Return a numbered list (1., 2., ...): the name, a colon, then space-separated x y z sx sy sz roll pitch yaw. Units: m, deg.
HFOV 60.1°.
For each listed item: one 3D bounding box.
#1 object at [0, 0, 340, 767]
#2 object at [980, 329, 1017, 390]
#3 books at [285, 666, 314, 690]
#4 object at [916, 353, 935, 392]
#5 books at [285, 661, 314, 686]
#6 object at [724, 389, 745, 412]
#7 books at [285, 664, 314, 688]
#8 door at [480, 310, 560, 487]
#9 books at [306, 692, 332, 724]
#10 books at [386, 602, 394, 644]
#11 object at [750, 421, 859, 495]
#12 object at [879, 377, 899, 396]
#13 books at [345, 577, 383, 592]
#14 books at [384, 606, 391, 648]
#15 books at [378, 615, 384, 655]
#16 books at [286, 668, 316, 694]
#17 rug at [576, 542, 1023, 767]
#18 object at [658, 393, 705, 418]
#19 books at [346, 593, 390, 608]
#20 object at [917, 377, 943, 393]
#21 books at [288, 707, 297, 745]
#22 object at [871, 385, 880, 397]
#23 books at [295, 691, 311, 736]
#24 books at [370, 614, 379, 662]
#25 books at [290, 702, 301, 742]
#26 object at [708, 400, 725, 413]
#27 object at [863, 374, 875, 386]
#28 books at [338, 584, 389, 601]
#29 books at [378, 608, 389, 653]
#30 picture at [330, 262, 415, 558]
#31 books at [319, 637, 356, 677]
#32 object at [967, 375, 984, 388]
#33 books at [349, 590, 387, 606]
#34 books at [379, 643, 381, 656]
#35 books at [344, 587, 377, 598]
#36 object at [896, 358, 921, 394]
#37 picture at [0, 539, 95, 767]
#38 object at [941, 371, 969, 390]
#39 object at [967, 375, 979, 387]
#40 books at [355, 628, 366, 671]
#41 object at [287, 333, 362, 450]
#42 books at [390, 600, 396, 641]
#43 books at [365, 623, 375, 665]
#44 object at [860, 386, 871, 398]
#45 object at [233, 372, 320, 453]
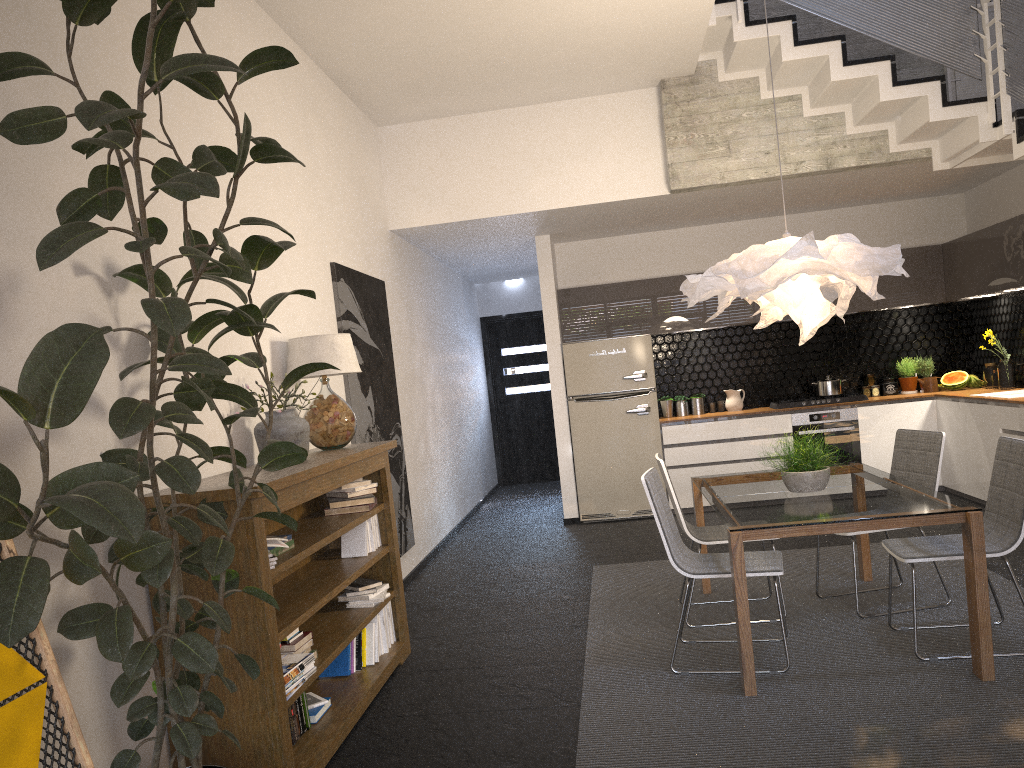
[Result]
1. object: -0.908 -0.079 2.427 0.906 3.209 2.010 -7 3 -16
2. object: 4.257 -0.222 7.757 0.257 0.544 0.425 -4 3 30
3. books: -0.907 1.115 3.334 0.219 0.008 0.287 -6 0 13
4. object: 3.938 -0.115 8.425 0.169 0.380 0.183 -3 4 44
5. books: -0.905 1.099 3.337 0.219 0.008 0.287 -6 0 11
6. object: 2.184 0.157 8.681 0.190 0.216 0.171 -5 2 20
7. books: -0.908 1.110 3.333 0.219 0.008 0.287 -6 0 13
8. door: 0.245 0.197 11.894 1.108 2.322 0.159 -6 3 7
9. books: -0.890 1.398 3.799 0.269 0.050 0.258 -6 1 -38
10. books: -0.734 1.282 4.762 0.175 0.244 0.023 -6 3 7
11. object: 1.461 0.372 4.484 0.531 0.368 0.666 -6 1 2
12. object: 3.627 0.023 8.531 0.141 0.174 0.141 -6 2 7
13. books: -0.785 1.030 4.554 0.147 0.023 0.221 -7 1 -42
14. books: -0.740 1.283 4.691 0.174 0.244 0.019 -6 3 7
15. books: -0.751 1.304 4.587 0.155 0.206 0.020 -6 3 7
16. books: -0.900 1.128 3.334 0.219 0.008 0.303 -6 0 11
17. rug: 1.564 1.245 4.531 2.372 0.006 3.676 -6 0 7
18. object: 1.677 0.208 8.736 0.482 0.221 0.172 -6 2 4
19. books: -0.739 1.113 4.559 0.155 0.020 0.204 -6 0 17
20. object: 3.932 0.008 8.323 0.210 0.141 0.124 -5 2 41
21. books: -0.955 1.323 3.480 0.171 0.225 0.082 -6 3 7
22. object: 3.509 0.066 8.553 0.083 0.113 0.082 -5 2 17
23. books: -0.930 1.311 3.608 0.167 0.242 0.103 -6 3 7
24. books: -0.762 1.289 4.488 0.174 0.235 0.100 -6 3 7
25. books: -0.949 1.314 3.539 0.171 0.242 0.084 -6 3 7
26. object: 2.019 0.225 8.738 0.160 0.111 0.077 -6 2 12
27. object: 3.443 -0.040 8.544 0.082 0.113 0.082 -7 2 -13
28. books: -0.763 1.074 4.563 0.175 0.024 0.242 -6 0 16
29. books: -0.740 1.283 4.606 0.175 0.244 0.023 -6 3 7
30. picture: -0.940 0.243 6.164 0.033 2.034 1.229 -6 3 6
31. books: -0.859 1.305 4.341 0.171 0.228 0.164 -6 2 7
32. object: 4.327 -0.029 8.235 0.223 0.127 0.149 -7 2 -43
33. books: -0.739 1.093 4.563 0.174 0.019 0.243 -6 0 -3
34. books: -0.776 1.288 4.562 0.175 0.244 0.023 -6 3 7
35. books: -0.780 1.052 4.549 0.155 0.022 0.205 -6 0 -13
36. object: 3.802 -0.088 8.461 0.245 0.355 0.233 -6 3 11
37. picture: -1.198 0.761 1.444 0.386 1.610 1.493 -6 2 6
38. object: 4.108 -0.029 8.214 0.236 0.175 0.216 -5 2 35
39. object: 4.363 -0.030 8.408 0.132 0.119 0.203 -5 1 27
40. books: -0.803 1.323 4.406 0.146 0.184 0.146 -6 2 10
41. object: -0.957 0.048 4.563 0.388 0.584 0.389 -7 3 -24
42. books: -0.729 1.281 4.792 0.174 0.245 0.040 -6 3 7
43. books: -0.766 1.310 4.450 0.155 0.195 0.104 -6 3 7
44. object: 3.423 0.075 8.567 0.083 0.113 0.082 -6 2 7
45. object: -1.040 0.146 3.957 0.385 0.413 0.275 -7 3 -15
